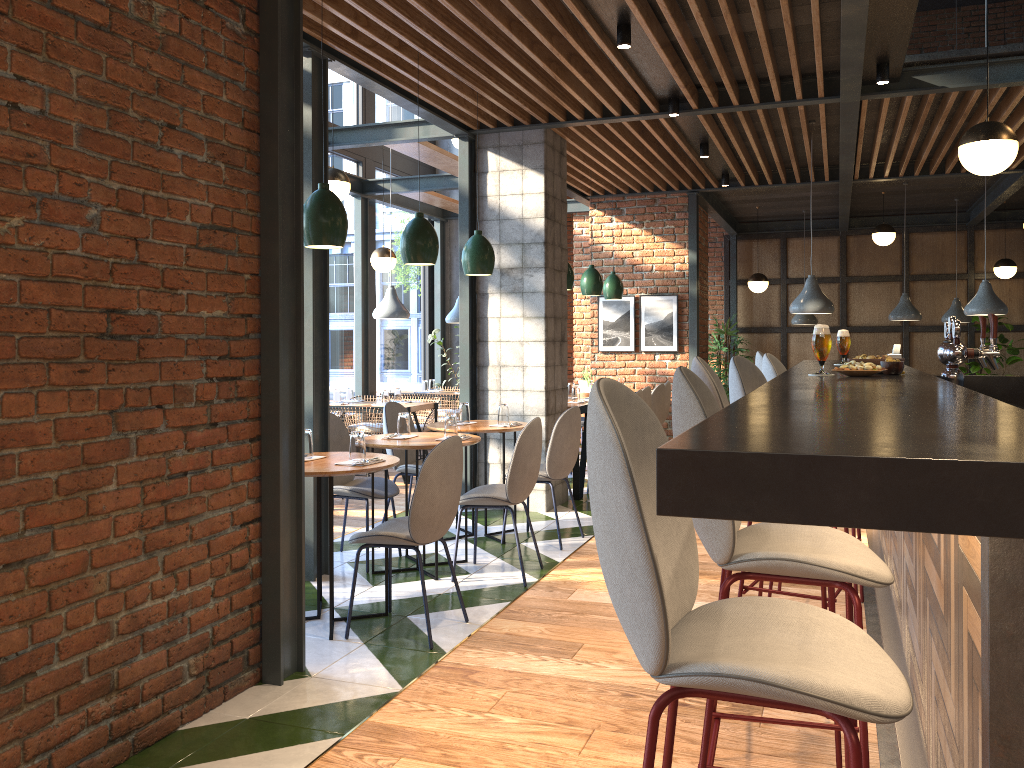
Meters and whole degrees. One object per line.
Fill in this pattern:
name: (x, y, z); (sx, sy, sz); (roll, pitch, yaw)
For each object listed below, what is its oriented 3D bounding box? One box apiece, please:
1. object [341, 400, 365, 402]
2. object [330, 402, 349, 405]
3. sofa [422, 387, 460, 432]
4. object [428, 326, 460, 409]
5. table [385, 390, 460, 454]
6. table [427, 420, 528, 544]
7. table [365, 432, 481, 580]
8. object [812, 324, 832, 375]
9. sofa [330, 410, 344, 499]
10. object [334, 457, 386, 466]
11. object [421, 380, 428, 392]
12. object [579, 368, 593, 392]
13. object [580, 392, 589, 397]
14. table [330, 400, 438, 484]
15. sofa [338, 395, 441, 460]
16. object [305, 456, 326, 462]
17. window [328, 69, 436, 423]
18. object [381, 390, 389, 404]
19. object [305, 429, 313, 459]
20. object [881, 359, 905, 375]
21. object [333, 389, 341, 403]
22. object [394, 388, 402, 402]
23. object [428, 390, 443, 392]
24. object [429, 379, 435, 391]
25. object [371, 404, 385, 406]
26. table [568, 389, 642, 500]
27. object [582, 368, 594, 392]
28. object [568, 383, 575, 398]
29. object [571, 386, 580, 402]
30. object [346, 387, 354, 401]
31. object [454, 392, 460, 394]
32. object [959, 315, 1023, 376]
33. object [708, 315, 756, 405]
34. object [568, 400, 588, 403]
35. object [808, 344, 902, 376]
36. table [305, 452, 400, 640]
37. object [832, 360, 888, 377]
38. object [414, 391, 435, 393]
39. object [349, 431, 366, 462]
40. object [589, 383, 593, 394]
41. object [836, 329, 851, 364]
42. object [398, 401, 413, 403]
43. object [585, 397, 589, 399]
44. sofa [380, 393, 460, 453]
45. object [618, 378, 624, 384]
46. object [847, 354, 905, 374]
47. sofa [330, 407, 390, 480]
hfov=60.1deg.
object: (-1.592, 0.168, 8.871); (0.242, 0.019, 0.157); (1, 3, 20)
object: (-1.704, 0.185, 8.531); (0.242, 0.019, 0.157); (1, 3, 22)
sofa: (-0.576, 0.412, 10.946); (1.091, 0.733, 0.471); (0, 1, 20)
object: (-0.589, 0.004, 11.394); (0.859, 1.497, 0.898); (0, 1, 39)
table: (-0.772, 0.452, 10.414); (1.271, 0.706, 0.658); (1, 1, 20)
table: (-0.219, 0.646, 5.946); (0.699, 0.747, 0.700); (1, 2, 30)
table: (-0.527, 0.688, 5.110); (0.699, 0.747, 0.700); (-1, 1, -28)
object: (1.120, -0.126, 3.203); (0.070, 0.183, 0.070); (0, 0, 41)
sofa: (-1.900, 0.592, 7.349); (1.091, 0.733, 0.471); (0, 1, 20)
object: (-0.703, 0.355, 4.078); (0.157, 0.019, 0.243); (1, 3, 24)
object: (-1.021, 0.026, 10.368); (0.080, 0.138, 0.080); (-1, 1, -38)
object: (0.726, -0.023, 8.683); (0.146, 0.276, 0.146); (0, 1, 1)
object: (0.737, 0.096, 8.630); (0.251, 0.046, 0.253); (-1, 3, -6)
table: (-1.435, 0.542, 8.610); (1.271, 0.706, 0.658); (1, 1, 20)
sofa: (-1.241, 0.502, 9.138); (1.091, 0.733, 0.471); (0, 1, 20)
object: (-1.001, 0.349, 4.230); (0.157, 0.019, 0.243); (1, 3, 24)
window: (-2.579, -2.260, 7.781); (0.127, 5.597, 8.728); (0, 2, 20)
object: (-1.197, 0.124, 8.367); (0.080, 0.138, 0.080); (0, 1, 22)
object: (-0.985, 0.284, 4.210); (0.080, 0.138, 0.080); (0, 1, 7)
object: (1.372, -0.062, 3.191); (0.078, 0.060, 0.108); (1, 2, 28)
object: (-1.689, 0.117, 8.549); (0.080, 0.138, 0.080); (0, 1, -5)
object: (-1.119, 0.109, 8.671); (0.080, 0.138, 0.080); (0, 1, -5)
object: (-0.933, 0.078, 10.667); (0.242, 0.019, 0.157); (1, 3, 21)
object: (-0.962, 0.012, 10.653); (0.080, 0.138, 0.080); (0, 1, -6)
object: (-1.215, 0.191, 8.349); (0.242, 0.019, 0.157); (1, 3, 19)
table: (0.728, 0.501, 8.657); (0.658, 0.765, 2.775); (0, 3, 20)
object: (0.748, -0.019, 8.558); (0.115, 0.282, 0.128); (0, 1, 16)
object: (0.559, 0.058, 8.361); (0.080, 0.138, 0.080); (0, 1, 44)
object: (0.560, 0.086, 7.783); (0.080, 0.138, 0.080); (0, 1, 44)
object: (-1.620, 0.102, 8.856); (0.080, 0.138, 0.080); (0, 1, 23)
object: (-0.554, 0.100, 10.171); (0.242, 0.019, 0.157); (1, 3, 21)
object: (6.371, -0.188, 11.780); (1.057, 1.794, 0.722); (0, 1, 31)
object: (3.125, -0.195, 12.947); (0.978, 1.722, 0.914); (0, 1, -14)
object: (0.575, 0.153, 7.755); (0.157, 0.019, 0.243); (1, 3, 21)
object: (1.508, -0.115, 3.808); (0.322, 0.106, 1.511); (1, 3, 23)
table: (-0.877, 0.735, 4.159); (0.699, 0.747, 0.700); (-1, 1, -23)
object: (1.242, -0.055, 3.140); (0.164, 0.052, 0.292); (1, 3, 29)
object: (-1.035, 0.094, 10.348); (0.242, 0.019, 0.157); (1, 3, 19)
object: (-0.716, 0.288, 4.107); (0.080, 0.138, 0.080); (-1, 1, -33)
object: (0.764, 0.058, 8.331); (0.080, 0.138, 0.080); (0, 1, -16)
object: (1.685, -0.189, 4.504); (0.070, 0.178, 0.070); (0, 0, 24)
object: (-1.090, 0.175, 8.684); (0.242, 0.019, 0.157); (1, 3, 22)
object: (0.779, 0.126, 8.303); (0.157, 0.019, 0.243); (1, 3, 21)
sofa: (-0.966, 0.465, 9.886); (1.091, 0.733, 0.471); (0, 1, 20)
object: (1.154, 0.006, 9.379); (0.080, 0.138, 0.080); (0, 1, -6)
object: (1.383, -0.077, 3.364); (0.168, 0.072, 0.168); (2, 3, 40)
sofa: (-1.631, 0.555, 8.078); (1.091, 0.733, 0.471); (0, 1, 20)
